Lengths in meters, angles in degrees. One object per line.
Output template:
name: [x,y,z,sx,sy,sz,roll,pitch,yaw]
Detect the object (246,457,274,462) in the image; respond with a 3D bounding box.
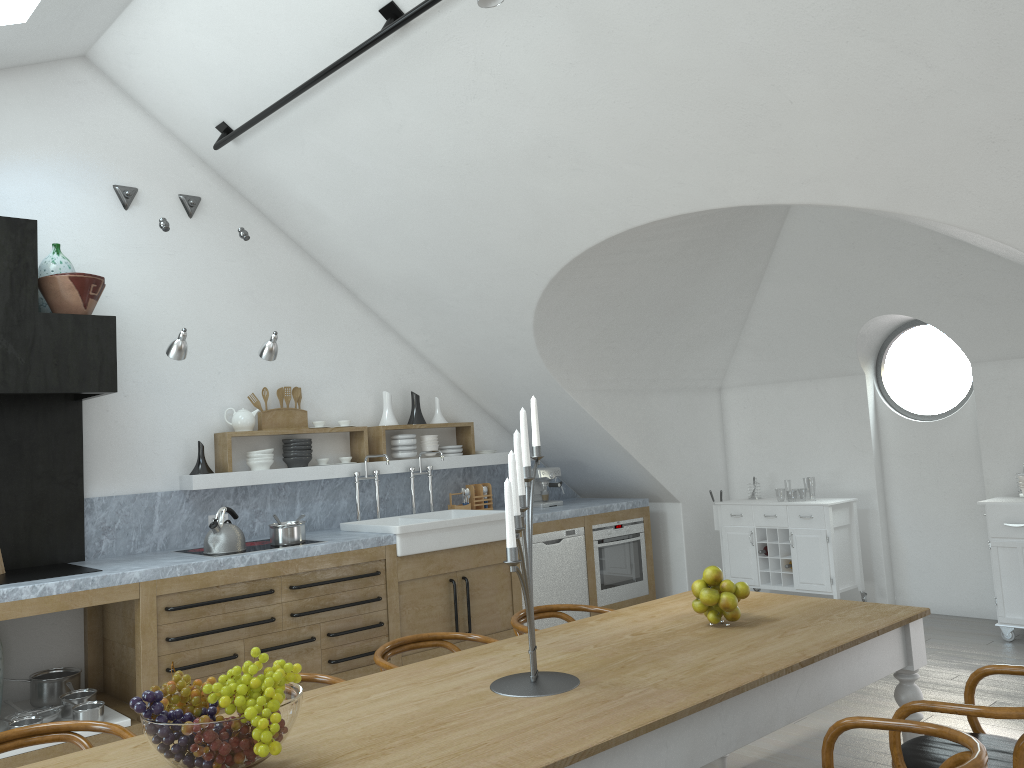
object: [-1.723,0.535,6.062,0.181,0.065,0.180,-3,-4,-5]

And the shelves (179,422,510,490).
shelves: [-2.081,-0.006,5.653,0.479,1.365,5.547,-8,-6,42]

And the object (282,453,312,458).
object: [-1.514,0.526,6.254,0.205,0.086,0.205,-3,-4,-5]

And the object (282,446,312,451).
object: [-1.515,0.477,6.260,0.205,0.072,0.205,-6,-5,35]

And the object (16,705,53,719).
object: [-2.473,1.702,4.594,0.169,0.035,0.061,0,-5,-42]

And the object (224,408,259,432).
object: [-1.839,0.243,6.041,0.174,0.169,0.167,-6,-5,31]

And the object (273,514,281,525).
object: [-1.459,0.914,5.627,0.235,0.167,0.051,-8,-7,43]

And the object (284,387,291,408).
object: [-1.588,0.168,6.278,0.057,0.300,0.019,1,-7,-42]

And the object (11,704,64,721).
object: [-2.430,1.691,4.536,0.247,0.045,0.041,0,-6,-43]

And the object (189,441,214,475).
object: [-2.037,0.481,5.812,0.156,0.219,0.156,-6,-6,29]

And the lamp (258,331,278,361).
lamp: [-1.472,-0.226,5.416,0.168,0.177,0.112,-7,-6,40]

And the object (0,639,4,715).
object: [-2.803,1.532,4.662,0.231,0.500,0.230,-3,-5,-1]

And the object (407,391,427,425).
object: [-0.759,0.189,7.011,0.156,0.269,0.155,0,-6,-38]

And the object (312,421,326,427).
object: [-1.398,0.297,6.424,0.098,0.049,0.098,0,-6,-45]

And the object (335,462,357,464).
object: [-1.226,0.587,6.536,0.164,0.012,0.163,-2,-4,-25]

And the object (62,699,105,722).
object: [-2.195,1.683,4.558,0.153,0.113,0.260,0,-6,-43]

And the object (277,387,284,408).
object: [-1.626,0.170,6.269,0.061,0.300,0.040,2,-8,-45]

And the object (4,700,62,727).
object: [-2.552,1.704,4.562,0.507,0.052,0.263,-5,-4,24]

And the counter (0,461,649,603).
counter: [-1.506,0.773,5.755,6.574,0.621,0.959,0,-5,-42]

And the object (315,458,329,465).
object: [-1.370,0.564,6.409,0.098,0.049,0.098,0,-6,-45]

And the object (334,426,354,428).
object: [-1.238,0.320,6.566,0.164,0.012,0.163,-2,-4,-25]

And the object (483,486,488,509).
object: [-0.217,0.936,7.285,0.040,0.193,0.042,-4,-5,8]

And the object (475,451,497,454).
object: [-0.230,0.580,7.427,0.213,0.025,0.213,-6,-5,35]

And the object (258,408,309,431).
object: [-1.615,0.248,6.254,0.353,0.158,0.084,0,-6,-42]

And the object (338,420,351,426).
object: [-1.240,0.296,6.568,0.098,0.049,0.098,0,-6,-45]

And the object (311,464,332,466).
object: [-1.369,0.587,6.407,0.164,0.012,0.163,-2,-4,-25]

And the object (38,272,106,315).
object: [-2.477,-0.477,4.979,0.348,0.237,0.365,-2,-5,-25]

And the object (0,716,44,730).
object: [-2.405,1.682,4.339,0.260,0.113,0.153,-7,-5,37]

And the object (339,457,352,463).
object: [-1.228,0.563,6.538,0.098,0.049,0.098,0,-6,-45]

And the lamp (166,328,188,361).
lamp: [-1.902,-0.221,5.029,0.115,0.179,0.164,-1,-5,-24]

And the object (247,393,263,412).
object: [-1.739,0.187,6.161,0.199,0.259,0.016,-1,-6,-32]

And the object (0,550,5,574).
object: [-2.845,0.834,4.838,0.148,0.428,0.078,-3,-5,-7]

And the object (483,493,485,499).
object: [-0.231,0.942,7.311,0.018,0.196,0.023,0,-7,-35]

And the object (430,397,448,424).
object: [-0.598,0.214,7.167,0.156,0.219,0.156,-6,-6,29]

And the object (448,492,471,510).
object: [-0.425,0.957,7.132,0.173,0.172,0.100,0,-6,-41]

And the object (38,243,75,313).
object: [-2.693,-0.581,5.244,0.231,0.505,0.230,-3,-5,-1]

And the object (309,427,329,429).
object: [-1.397,0.320,6.422,0.164,0.012,0.163,-2,-4,-25]

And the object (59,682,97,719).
object: [-2.320,1.697,4.766,0.182,0.134,0.308,-2,-4,-18]

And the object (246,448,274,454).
object: [-1.723,0.483,6.070,0.181,0.076,0.180,-3,-4,-5]

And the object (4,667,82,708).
object: [-2.662,1.703,4.980,0.455,0.198,0.267,-3,-4,-8]

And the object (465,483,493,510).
object: [-0.269,0.932,7.291,0.200,0.223,0.103,1,-7,-42]

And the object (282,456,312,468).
object: [-1.512,0.553,6.252,0.205,0.072,0.205,-6,-5,35]

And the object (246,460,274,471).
object: [-1.721,0.558,6.061,0.181,0.064,0.180,-2,-4,-20]

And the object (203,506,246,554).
object: [-1.732,0.873,5.334,0.246,0.268,0.245,-1,-6,-32]

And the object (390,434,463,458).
object: [-0.669,0.491,7.027,0.657,0.196,0.197,0,-6,-43]

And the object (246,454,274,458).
object: [-1.723,0.512,6.067,0.181,0.069,0.180,-2,-4,-25]

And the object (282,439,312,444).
object: [-1.521,0.425,6.270,0.205,0.080,0.205,0,-5,-40]

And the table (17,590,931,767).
table: [0.002,1.281,2.509,3.348,0.801,1.016,0,-6,-42]

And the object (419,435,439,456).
object: [-0.653,0.486,7.010,0.158,0.160,0.153,-2,-5,-14]

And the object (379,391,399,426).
object: [-0.956,0.190,6.837,0.156,0.269,0.156,-7,-6,36]

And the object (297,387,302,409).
object: [-1.527,0.170,6.361,0.057,0.295,0.030,1,-7,-42]

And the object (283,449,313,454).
object: [-1.510,0.498,6.254,0.205,0.086,0.205,-4,-4,0]

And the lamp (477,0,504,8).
lamp: [-0.091,-1.637,3.617,0.112,0.175,0.114,-4,-5,10]

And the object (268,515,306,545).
object: [-1.376,0.937,5.654,0.232,0.171,0.394,-6,-5,27]

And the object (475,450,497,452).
object: [-0.231,0.571,7.428,0.213,0.025,0.213,-6,-5,35]

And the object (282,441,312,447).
object: [-1.516,0.452,6.267,0.205,0.084,0.205,-3,-4,-15]

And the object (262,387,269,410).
object: [-1.715,0.169,6.190,0.055,0.300,0.027,1,-7,-42]

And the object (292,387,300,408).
object: [-1.542,0.169,6.323,0.067,0.299,0.039,1,-7,-42]
